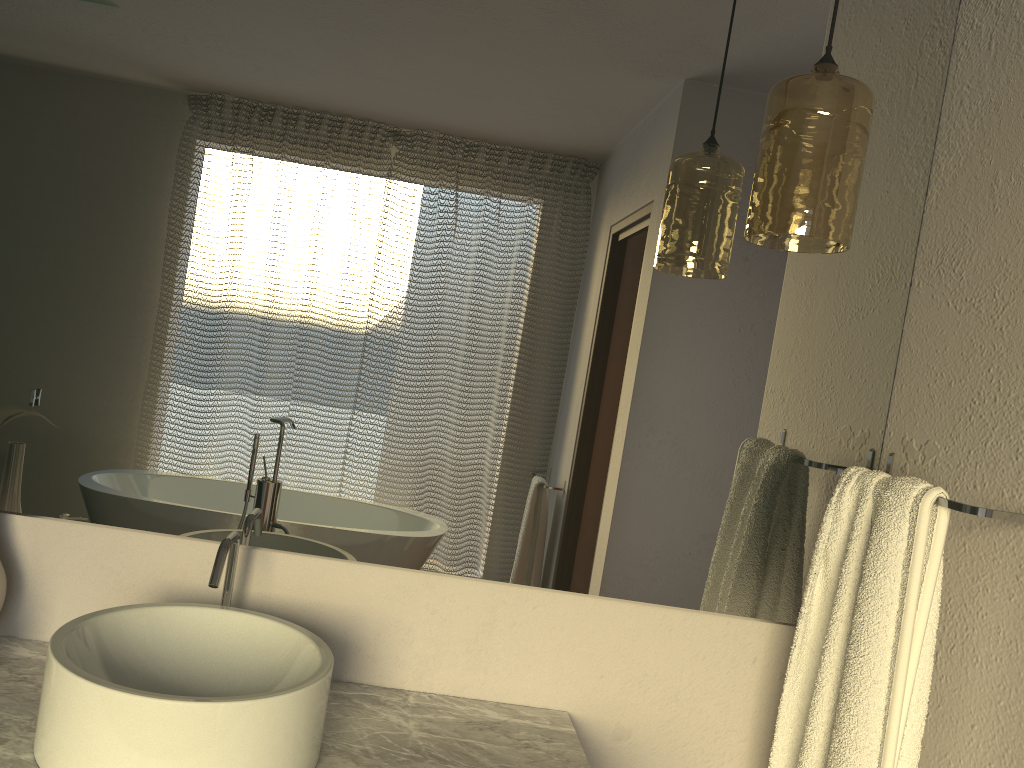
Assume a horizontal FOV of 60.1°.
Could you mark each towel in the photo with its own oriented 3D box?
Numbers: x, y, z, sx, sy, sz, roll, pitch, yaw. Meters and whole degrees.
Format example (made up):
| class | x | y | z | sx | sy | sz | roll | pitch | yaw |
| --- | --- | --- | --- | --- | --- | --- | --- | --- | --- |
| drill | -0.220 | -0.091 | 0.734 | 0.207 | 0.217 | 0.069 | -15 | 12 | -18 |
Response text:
| class | x | y | z | sx | sy | sz | roll | pitch | yaw |
| --- | --- | --- | --- | --- | --- | --- | --- | --- | --- |
| towel | 0.484 | 0.441 | 1.263 | 0.163 | 0.636 | 0.255 | 10 | 2 | 12 |

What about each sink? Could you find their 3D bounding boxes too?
| class | x | y | z | sx | sy | sz | roll | pitch | yaw |
| --- | --- | --- | --- | --- | --- | --- | --- | --- | --- |
| sink | -0.422 | 0.407 | 1.162 | 0.350 | 0.131 | 0.364 | 8 | 2 | -28 |

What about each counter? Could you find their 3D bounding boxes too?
| class | x | y | z | sx | sy | sz | roll | pitch | yaw |
| --- | --- | --- | --- | --- | --- | --- | --- | --- | --- |
| counter | -0.991 | 0.434 | 1.115 | 2.251 | 0.101 | 0.589 | 9 | 1 | -4 |

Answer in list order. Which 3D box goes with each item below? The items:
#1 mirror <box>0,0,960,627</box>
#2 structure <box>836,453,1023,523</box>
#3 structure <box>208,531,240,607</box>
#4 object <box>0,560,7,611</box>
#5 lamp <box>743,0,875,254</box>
| class | x | y | z | sx | sy | sz | roll | pitch | yaw |
| --- | --- | --- | --- | --- | --- | --- | --- | --- | --- |
| mirror | -1.342 | -0.464 | 1.345 | 4.065 | 1.152 | 0.017 | 9 | 2 | -4 |
| structure | 0.591 | 0.155 | 1.267 | 0.102 | 0.088 | 0.371 | 9 | 1 | -6 |
| structure | -0.459 | 0.341 | 1.322 | 0.066 | 0.242 | 0.165 | 9 | 2 | -3 |
| object | -0.843 | 0.250 | 1.283 | 0.122 | 0.305 | 0.236 | 10 | 2 | 21 |
| lamp | 0.459 | -0.620 | 1.203 | 0.142 | 0.867 | 0.135 | 11 | 2 | 37 |
